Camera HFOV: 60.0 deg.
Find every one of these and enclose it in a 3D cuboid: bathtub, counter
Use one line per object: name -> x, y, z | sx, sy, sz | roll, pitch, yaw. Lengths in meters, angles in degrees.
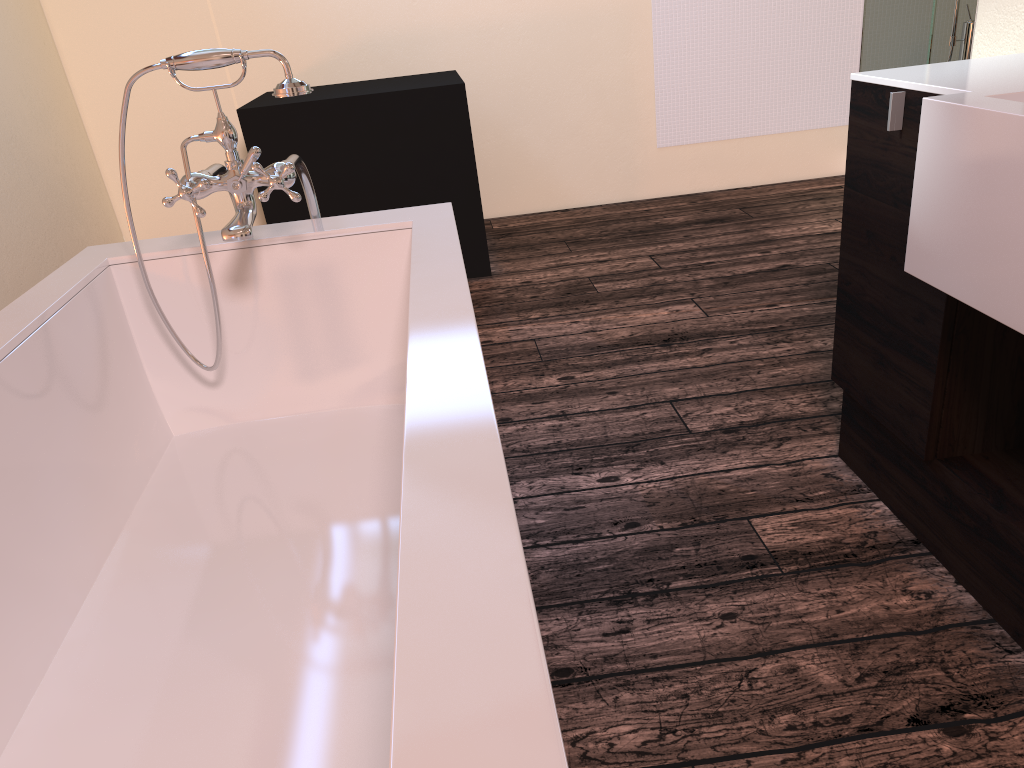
bathtub -> -0.379, 0.384, 1.122 | 0.798, 0.705, 2.181 | -8, 26, -2
counter -> 0.894, -0.154, 0.931 | 0.442, 0.301, 1.826 | -8, 26, -3

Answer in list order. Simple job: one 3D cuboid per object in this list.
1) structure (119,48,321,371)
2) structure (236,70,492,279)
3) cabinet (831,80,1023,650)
structure -> -0.471, -0.185, 1.882 | 0.384, 1.138, 0.545 | -2, 27, 11
structure -> -0.602, -0.990, 3.906 | 0.869, 0.875, 0.788 | -8, 26, -2
cabinet -> 0.958, 0.135, 1.083 | 0.386, 0.938, 1.827 | -8, 26, -3
